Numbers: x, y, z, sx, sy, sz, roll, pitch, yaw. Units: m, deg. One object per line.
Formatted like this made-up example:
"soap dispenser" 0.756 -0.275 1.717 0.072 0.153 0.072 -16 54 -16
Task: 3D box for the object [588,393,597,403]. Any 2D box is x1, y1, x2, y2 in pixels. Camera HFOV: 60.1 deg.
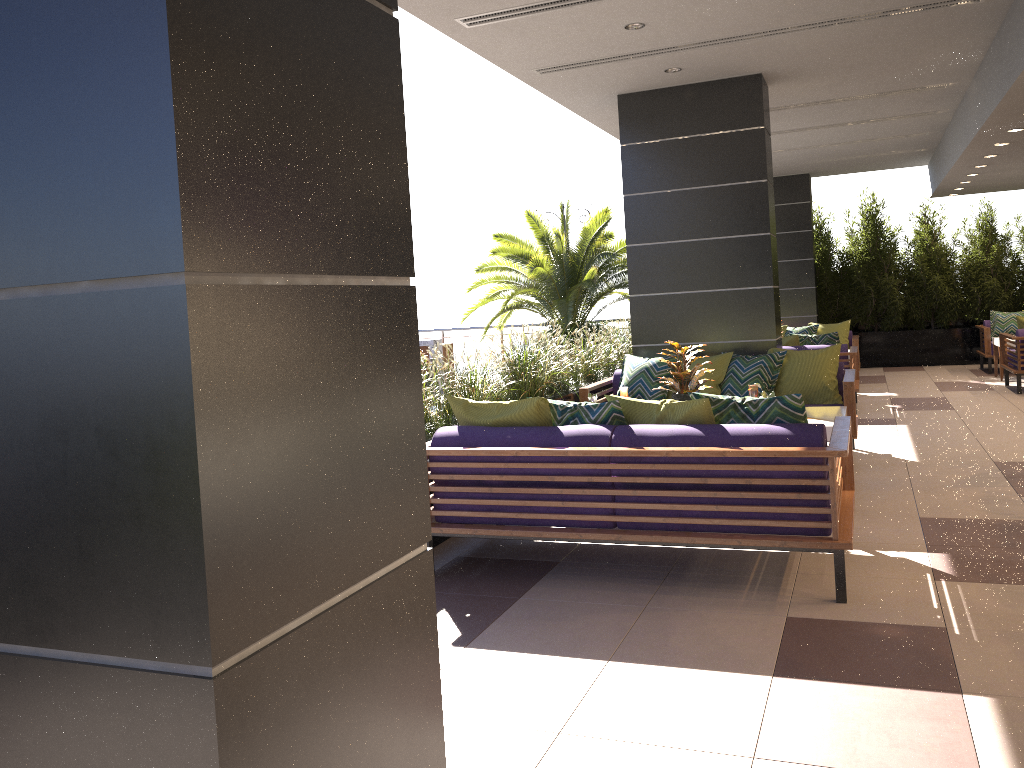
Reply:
"object" 0.548 0.164 5.976 0.069 0.211 0.069 -3 2 5

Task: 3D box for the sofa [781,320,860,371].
"sofa" 3.883 -0.414 12.798 2.124 0.918 1.123 -2 4 22

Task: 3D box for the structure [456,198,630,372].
"structure" 0.939 -1.631 15.272 3.807 3.298 3.754 -5 4 -25

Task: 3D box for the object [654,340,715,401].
"object" 1.162 -0.034 6.006 0.429 0.525 0.426 -2 3 34

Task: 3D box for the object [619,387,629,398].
"object" 0.830 0.114 6.537 0.069 0.181 0.069 -3 2 5

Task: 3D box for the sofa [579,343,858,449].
"sofa" 1.744 0.170 7.410 2.124 0.918 1.123 -2 4 22

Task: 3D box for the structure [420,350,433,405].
"structure" -2.253 -0.138 13.671 2.248 1.170 0.739 -2 3 23

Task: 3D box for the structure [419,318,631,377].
"structure" -5.984 0.299 10.677 12.904 1.057 17.563 -2 5 22

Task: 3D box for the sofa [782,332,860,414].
"sofa" 2.936 -0.155 10.413 2.124 0.918 1.123 -2 4 22

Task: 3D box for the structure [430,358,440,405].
"structure" -1.145 -0.035 13.260 0.100 0.699 0.180 -3 2 22

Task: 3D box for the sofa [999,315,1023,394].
"sofa" 7.051 -0.414 10.478 2.124 0.918 1.123 -2 4 22

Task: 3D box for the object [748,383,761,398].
"object" 1.689 0.089 6.156 0.067 0.189 0.084 -5 2 -43

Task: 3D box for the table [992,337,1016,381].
"table" 7.542 -0.360 11.646 2.035 0.553 0.945 -2 4 22

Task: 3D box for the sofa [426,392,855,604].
"sofa" 0.657 0.467 4.672 2.124 0.918 1.123 -2 4 22

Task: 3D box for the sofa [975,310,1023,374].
"sofa" 7.997 -0.673 12.862 2.124 0.918 1.123 -2 4 22

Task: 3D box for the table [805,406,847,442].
"table" 1.198 0.503 6.027 2.035 0.553 0.945 -2 4 22

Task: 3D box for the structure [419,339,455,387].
"structure" -3.290 -0.538 17.065 4.396 1.326 0.807 -2 3 22

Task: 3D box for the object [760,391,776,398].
"object" 1.618 0.139 5.576 0.106 0.197 0.105 -5 3 -40

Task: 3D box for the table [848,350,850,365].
"table" 3.424 -0.105 11.635 2.035 0.553 0.945 -2 4 22

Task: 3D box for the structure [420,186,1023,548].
"structure" 2.250 -0.698 4.191 7.809 3.116 24.813 -2 5 22

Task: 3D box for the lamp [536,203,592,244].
"lamp" 1.083 -1.799 16.952 1.121 3.323 0.264 -3 1 22
